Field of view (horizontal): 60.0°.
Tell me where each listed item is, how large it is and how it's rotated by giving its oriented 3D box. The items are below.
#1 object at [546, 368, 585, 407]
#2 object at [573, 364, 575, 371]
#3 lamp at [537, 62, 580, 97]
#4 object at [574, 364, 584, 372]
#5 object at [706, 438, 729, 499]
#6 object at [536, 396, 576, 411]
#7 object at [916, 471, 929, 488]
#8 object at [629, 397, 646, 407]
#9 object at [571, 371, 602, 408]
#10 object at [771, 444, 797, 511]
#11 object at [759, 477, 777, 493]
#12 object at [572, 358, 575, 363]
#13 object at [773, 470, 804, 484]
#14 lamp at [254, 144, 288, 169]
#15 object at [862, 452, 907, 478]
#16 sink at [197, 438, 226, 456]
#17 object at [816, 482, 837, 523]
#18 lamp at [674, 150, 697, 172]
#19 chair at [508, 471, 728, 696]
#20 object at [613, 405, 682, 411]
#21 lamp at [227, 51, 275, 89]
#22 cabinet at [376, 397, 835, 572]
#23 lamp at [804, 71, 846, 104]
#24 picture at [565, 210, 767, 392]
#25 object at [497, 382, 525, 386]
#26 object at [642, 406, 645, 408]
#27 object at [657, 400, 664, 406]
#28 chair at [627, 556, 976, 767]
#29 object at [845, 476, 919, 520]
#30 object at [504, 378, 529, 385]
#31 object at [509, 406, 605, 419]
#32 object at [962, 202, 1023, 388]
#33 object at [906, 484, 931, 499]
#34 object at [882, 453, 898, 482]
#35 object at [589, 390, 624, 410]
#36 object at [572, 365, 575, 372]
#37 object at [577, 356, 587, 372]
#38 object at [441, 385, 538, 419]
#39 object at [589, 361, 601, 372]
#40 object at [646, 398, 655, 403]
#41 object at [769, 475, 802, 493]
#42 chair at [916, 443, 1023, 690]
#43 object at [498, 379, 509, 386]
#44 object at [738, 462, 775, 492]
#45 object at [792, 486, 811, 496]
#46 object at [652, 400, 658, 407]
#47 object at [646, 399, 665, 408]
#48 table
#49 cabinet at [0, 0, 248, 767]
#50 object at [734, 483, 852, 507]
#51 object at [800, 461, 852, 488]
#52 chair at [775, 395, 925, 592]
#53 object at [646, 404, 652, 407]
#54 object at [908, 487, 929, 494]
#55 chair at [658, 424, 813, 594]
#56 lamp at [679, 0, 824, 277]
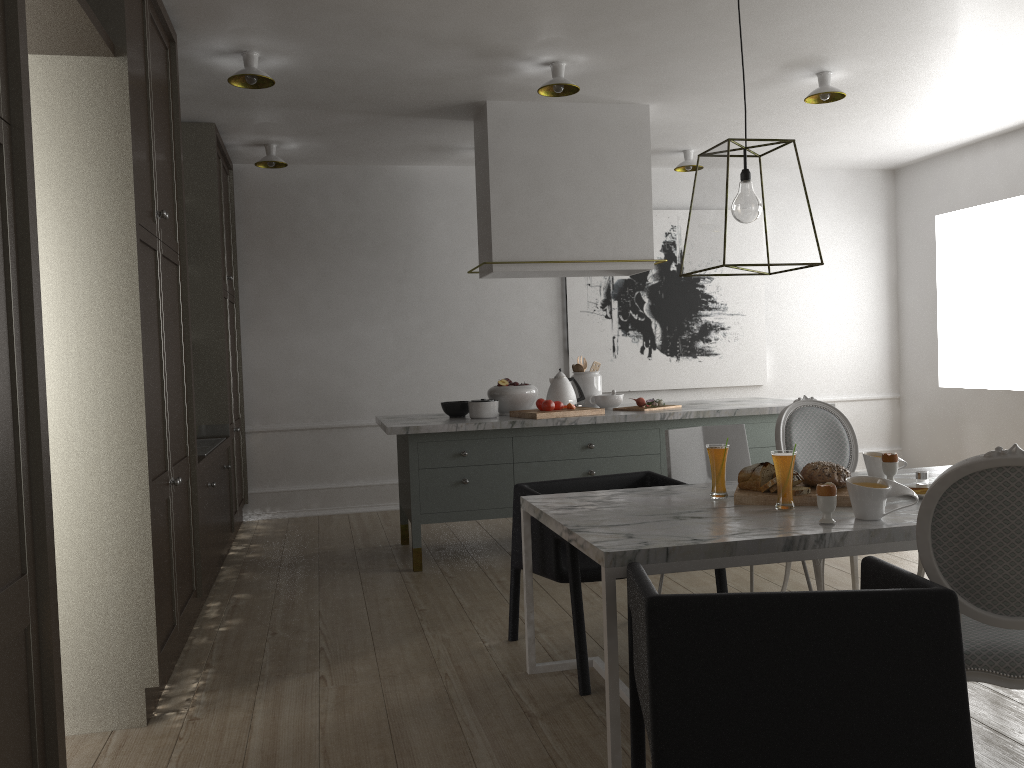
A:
[{"bbox_3d":[0.281,0.032,4.878,0.204,0.236,0.178,-1,2,24],"label":"object"},{"bbox_3d":[0.388,0.009,5.068,0.033,0.250,0.118,-1,2,28],"label":"object"},{"bbox_3d":[0.213,-1.409,4.091,0.197,0.130,0.197,-1,2,23],"label":"lamp"},{"bbox_3d":[0.415,0.009,5.026,0.117,0.251,0.061,-3,2,-32],"label":"object"},{"bbox_3d":[0.632,0.256,2.717,0.071,0.188,0.071,-2,2,8],"label":"object"},{"bbox_3d":[0.228,0.096,4.545,0.194,0.079,0.135,-3,2,-24],"label":"object"},{"bbox_3d":[1.247,0.296,2.697,0.036,0.060,0.036,-1,2,29],"label":"object"},{"bbox_3d":[0.691,0.098,4.847,0.090,0.051,0.050,0,3,41],"label":"object"},{"bbox_3d":[0.426,0.033,5.058,0.174,0.208,0.174,-2,2,5],"label":"object"},{"bbox_3d":[0.765,0.259,2.489,0.071,0.188,0.071,-2,2,8],"label":"object"},{"bbox_3d":[0.785,0.291,2.618,0.083,0.057,0.072,-4,2,-36],"label":"object"},{"bbox_3d":[0.414,-0.012,5.059,0.141,0.290,0.064,-2,2,1],"label":"object"},{"bbox_3d":[0.829,0.284,2.656,0.079,0.067,0.074,-4,3,-40],"label":"object"},{"bbox_3d":[-1.472,-1.392,5.411,0.197,0.130,0.197,-2,2,-7],"label":"lamp"},{"bbox_3d":[1.263,0.276,3.020,0.138,0.085,0.089,-3,2,-17],"label":"object"},{"bbox_3d":[-1.681,0.398,4.320,0.475,0.174,0.877,-3,2,-12],"label":"sink"},{"bbox_3d":[0.811,0.305,2.285,0.050,0.101,0.050,-3,2,-16],"label":"object"},{"bbox_3d":[1.192,-1.510,5.991,0.197,0.130,0.197,-3,2,-27],"label":"lamp"},{"bbox_3d":[0.350,0.640,3.074,0.569,0.597,0.609,-3,2,-22],"label":"chair"},{"bbox_3d":[0.736,0.129,4.822,0.330,0.012,0.220,-4,3,-42],"label":"object"},{"bbox_3d":[-1.119,-1.350,3.801,0.197,0.130,0.197,-1,2,23],"label":"lamp"},{"bbox_3d":[0.481,0.503,4.884,2.360,0.721,0.870,-3,2,-12],"label":"cabinet"},{"bbox_3d":[1.545,-1.468,4.381,0.197,0.130,0.197,-4,2,-37],"label":"lamp"},{"bbox_3d":[1.146,-0.619,6.533,1.545,1.315,0.039,-3,2,-12],"label":"picture"},{"bbox_3d":[-0.002,0.026,4.760,0.154,0.074,0.135,-3,2,-17],"label":"object"},{"bbox_3d":[0.701,0.122,4.742,0.028,0.010,0.015,-4,2,-38],"label":"object"},{"bbox_3d":[0.802,0.104,4.803,0.035,0.036,0.037,-3,2,-24],"label":"object"},{"bbox_3d":[0.548,0.675,1.825,0.569,0.597,0.609,-2,2,3],"label":"chair"},{"bbox_3d":[0.966,0.300,2.327,0.170,0.105,0.110,-2,2,8],"label":"object"},{"bbox_3d":[0.019,0.012,4.814,0.167,0.091,0.071,-2,2,13],"label":"object"},{"bbox_3d":[0.231,0.147,4.562,0.400,0.030,0.290,-3,2,-27],"label":"object"},{"bbox_3d":[4.210,0.898,3.787,0.001,8.324,10.834,-3,2,-12],"label":"object"},{"bbox_3d":[1.275,0.322,2.646,0.212,0.014,0.212,-3,2,-13],"label":"object"},{"bbox_3d":[1.222,0.271,2.867,0.050,0.101,0.050,-2,2,-5],"label":"object"},{"bbox_3d":[0.532,0.084,4.914,0.159,0.110,0.172,-1,2,33],"label":"object"},{"bbox_3d":[0.401,0.008,5.099,0.114,0.247,0.050,-2,2,-7],"label":"object"},{"bbox_3d":[0.406,-0.015,5.104,0.056,0.296,0.131,-2,2,7],"label":"object"},{"bbox_3d":[-0.109,0.091,4.738,0.491,0.156,0.364,-3,2,-36],"label":"object"},{"bbox_3d":[0.432,0.004,5.009,0.149,0.262,0.054,-2,2,3],"label":"object"},{"bbox_3d":[0.770,0.100,4.909,0.057,0.039,0.049,-3,2,-15],"label":"object"},{"bbox_3d":[0.809,0.292,2.603,0.083,0.055,0.073,-4,2,-36],"label":"object"},{"bbox_3d":[1.124,0.523,2.007,0.480,0.833,0.505,-1,2,20],"label":"chair"},{"bbox_3d":[-0.048,-0.002,4.708,0.054,0.048,0.061,0,3,41],"label":"object"},{"bbox_3d":[0.746,0.276,2.692,0.086,0.087,0.090,-3,2,-35],"label":"object"},{"bbox_3d":[0.832,0.311,2.583,0.077,0.017,0.068,-3,2,-35],"label":"object"},{"bbox_3d":[0.769,0.104,4.780,0.033,0.037,0.034,-3,2,-35],"label":"object"},{"bbox_3d":[0.747,0.109,4.786,0.116,0.058,0.224,-1,2,23],"label":"object"},{"bbox_3d":[1.000,0.631,2.675,1.781,0.583,0.870,-3,2,-12],"label":"table"},{"bbox_3d":[-1.688,-0.179,3.164,0.947,2.377,5.433,-3,2,-12],"label":"cabinet"},{"bbox_3d":[0.862,0.330,2.671,0.360,0.031,0.260,-1,2,18],"label":"object"},{"bbox_3d":[0.956,0.274,2.706,0.151,0.075,0.157,-1,2,23],"label":"object"},{"bbox_3d":[1.275,0.468,3.470,0.480,0.833,0.505,-3,2,-15],"label":"chair"},{"bbox_3d":[0.735,0.117,4.757,0.030,0.017,0.013,-2,2,-4],"label":"object"},{"bbox_3d":[1.271,0.319,2.655,0.197,0.014,0.068,-2,2,16],"label":"object"},{"bbox_3d":[0.825,0.540,3.285,0.470,0.745,0.439,-3,2,-22],"label":"chair"},{"bbox_3d":[0.676,-0.886,2.596,0.584,1.108,0.584,-2,2,3],"label":"lamp"}]
